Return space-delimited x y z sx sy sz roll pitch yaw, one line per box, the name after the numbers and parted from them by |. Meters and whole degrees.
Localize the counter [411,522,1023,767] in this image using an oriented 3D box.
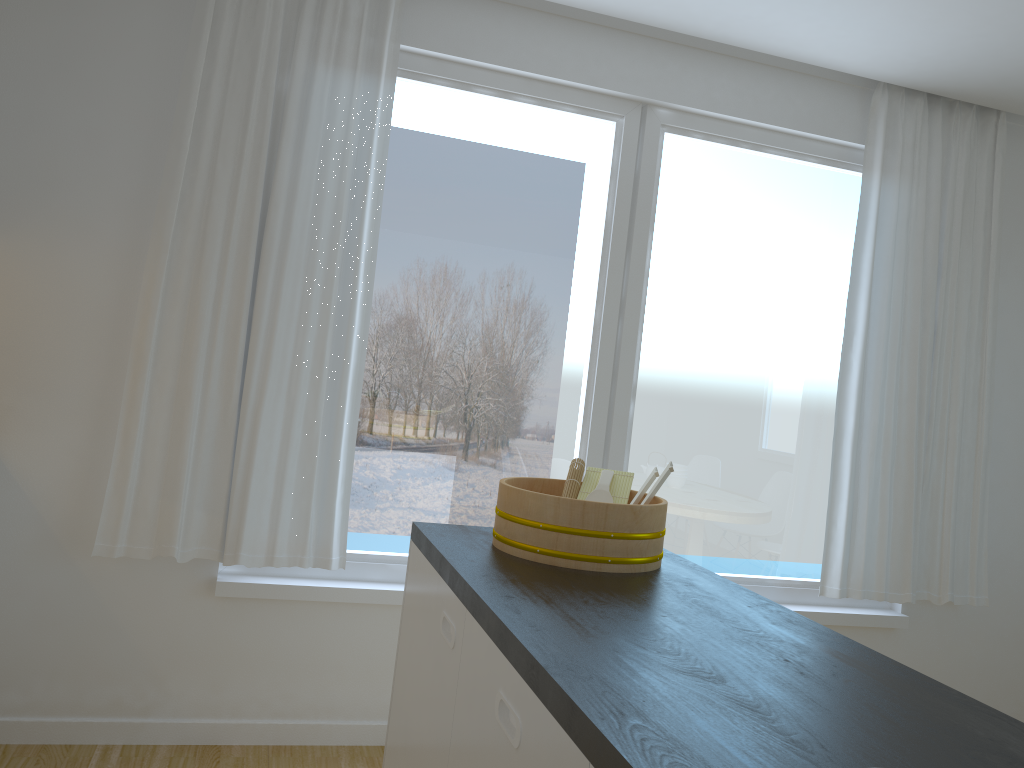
0.373 0.422 1.037 0.599 0.040 2.400 7 0 -16 | counter

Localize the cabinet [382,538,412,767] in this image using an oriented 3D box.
0.318 0.894 1.008 0.599 0.912 2.400 7 -1 -16 | cabinet

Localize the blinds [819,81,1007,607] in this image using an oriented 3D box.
1.732 -0.184 3.655 0.793 2.168 0.150 8 -4 -15 | blinds

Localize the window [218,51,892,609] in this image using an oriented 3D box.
0.401 -0.157 3.480 2.721 1.925 0.088 7 -3 -15 | window

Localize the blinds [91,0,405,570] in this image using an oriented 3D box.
-0.813 -0.484 2.945 0.793 2.168 0.150 8 -4 -16 | blinds

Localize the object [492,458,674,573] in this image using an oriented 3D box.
0.160 0.269 1.995 0.379 0.215 0.428 7 -1 13 | object
